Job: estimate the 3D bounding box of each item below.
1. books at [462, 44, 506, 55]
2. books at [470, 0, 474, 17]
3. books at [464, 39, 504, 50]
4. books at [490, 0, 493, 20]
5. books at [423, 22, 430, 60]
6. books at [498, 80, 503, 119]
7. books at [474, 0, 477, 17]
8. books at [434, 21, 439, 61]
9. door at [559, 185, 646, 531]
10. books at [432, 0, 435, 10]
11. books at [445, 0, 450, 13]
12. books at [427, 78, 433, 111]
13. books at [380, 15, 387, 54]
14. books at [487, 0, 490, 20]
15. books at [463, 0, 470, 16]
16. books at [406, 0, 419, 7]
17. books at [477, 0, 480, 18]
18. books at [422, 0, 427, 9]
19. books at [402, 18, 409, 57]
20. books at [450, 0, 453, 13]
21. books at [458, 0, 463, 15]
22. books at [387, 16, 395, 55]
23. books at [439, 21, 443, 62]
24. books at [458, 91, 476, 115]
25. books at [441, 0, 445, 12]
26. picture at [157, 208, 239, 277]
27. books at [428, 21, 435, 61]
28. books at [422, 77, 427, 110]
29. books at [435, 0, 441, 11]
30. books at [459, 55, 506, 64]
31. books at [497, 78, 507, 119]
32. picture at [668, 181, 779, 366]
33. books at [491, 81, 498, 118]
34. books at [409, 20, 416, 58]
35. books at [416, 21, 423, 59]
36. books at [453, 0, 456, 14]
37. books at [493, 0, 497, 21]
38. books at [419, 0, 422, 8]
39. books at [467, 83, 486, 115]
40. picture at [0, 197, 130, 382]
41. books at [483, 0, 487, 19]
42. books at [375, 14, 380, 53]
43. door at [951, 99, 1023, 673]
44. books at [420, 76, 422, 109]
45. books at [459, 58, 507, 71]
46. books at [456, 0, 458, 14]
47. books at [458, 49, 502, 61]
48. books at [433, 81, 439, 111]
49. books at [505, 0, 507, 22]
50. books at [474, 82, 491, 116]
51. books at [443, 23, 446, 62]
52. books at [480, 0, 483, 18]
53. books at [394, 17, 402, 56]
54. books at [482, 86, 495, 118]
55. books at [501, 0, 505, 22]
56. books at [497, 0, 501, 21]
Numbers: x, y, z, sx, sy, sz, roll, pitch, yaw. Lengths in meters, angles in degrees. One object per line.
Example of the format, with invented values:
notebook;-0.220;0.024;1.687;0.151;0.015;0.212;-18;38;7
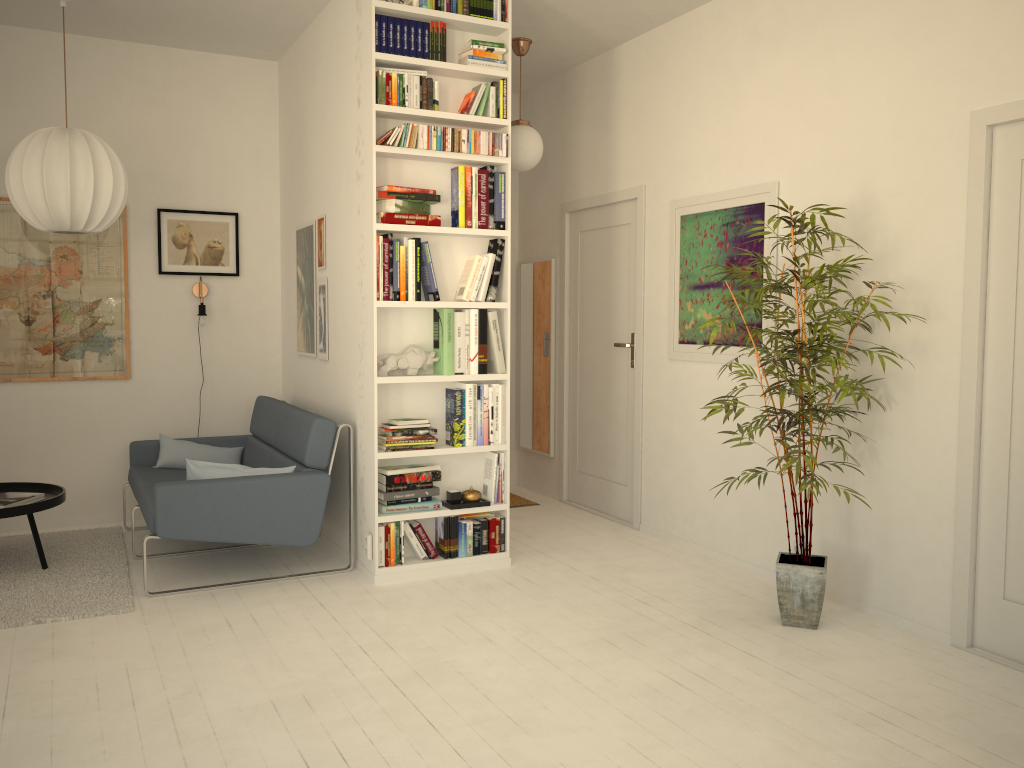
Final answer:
books;-0.152;-1.630;4.379;0.179;0.016;0.208;-1;5;-22
books;-0.225;-1.830;4.318;0.017;0.130;0.150;-2;4;-27
books;-0.152;-1.656;4.396;0.169;0.032;0.188;-1;5;-22
books;-0.131;-1.833;4.366;0.017;0.130;0.150;-2;4;-27
books;-0.444;-1.618;4.258;0.034;0.178;0.188;-2;4;-27
books;-0.099;-1.402;4.446;0.014;0.188;0.218;-2;4;-27
books;-0.209;-1.830;4.326;0.017;0.130;0.150;-2;4;-27
books;-0.402;-1.625;4.287;0.020;0.191;0.205;-2;4;-27
door;0.599;-0.174;5.657;0.166;2.032;0.955;-2;4;-27
books;-0.416;-1.832;4.260;0.018;0.141;0.207;-2;5;-27
books;-0.354;-1.842;4.297;0.024;0.156;0.228;-2;5;-27
books;-0.423;-1.369;4.251;0.023;0.153;0.176;-2;4;-27
books;-0.631;-1.611;4.163;0.034;0.178;0.188;-2;4;-27
books;-0.147;-1.832;4.358;0.017;0.130;0.150;-2;4;-27
books;-0.260;-1.842;4.331;0.032;0.152;0.200;-2;5;-27
books;-0.481;-1.832;4.204;0.026;0.149;0.155;-2;4;-27
books;-0.194;-1.831;4.334;0.017;0.130;0.150;-2;4;-27
books;-0.443;-1.827;4.215;0.023;0.136;0.161;-2;4;-27
books;-0.537;-1.614;4.210;0.034;0.178;0.188;-2;4;-27
books;-0.336;-1.842;4.301;0.012;0.157;0.220;-2;5;-27
books;-0.296;-1.843;4.330;0.032;0.154;0.212;-2;5;-27
books;-0.600;-1.612;4.178;0.034;0.178;0.188;-2;4;-27
books;-0.381;-1.625;4.289;0.020;0.191;0.205;-2;4;-27
books;-0.251;-1.370;4.399;0.073;0.129;0.200;-2;5;-27
books;-0.372;-1.837;4.280;0.024;0.148;0.188;-2;4;-27
picture;-1.956;-0.880;5.543;0.481;0.402;0.015;-2;4;-27
books;-0.422;-1.625;4.281;0.020;0.191;0.205;-2;4;-27
books;-0.459;-1.372;4.270;0.024;0.155;0.207;-2;5;-27
books;-0.387;-1.833;4.254;0.028;0.147;0.192;-2;5;-27
books;-0.167;-1.583;4.401;0.200;0.018;0.208;-2;5;-27
books;-0.081;-1.408;4.452;0.022;0.198;0.212;-2;4;-27
picture;1.066;-0.548;4.576;0.012;0.876;0.822;-2;4;-27
books;-0.122;-1.402;4.449;0.022;0.186;0.186;-2;4;-27
books;-0.506;-1.616;4.226;0.034;0.178;0.188;-2;4;-27
books;-0.475;-1.617;4.242;0.034;0.178;0.188;-2;4;-27
books;-0.318;-1.833;4.299;0.019;0.137;0.201;-2;5;-27
books;-0.113;-1.844;4.374;0.019;0.157;0.150;-2;4;-27
books;-0.471;-1.833;4.228;0.013;0.146;0.208;-2;5;-27
books;-0.216;-1.387;4.402;0.092;0.165;0.223;-2;5;-27
picture;-2.701;-0.544;5.187;0.838;1.052;0.012;-2;4;-27
books;-0.162;-1.832;4.350;0.017;0.130;0.150;-2;4;-27
books;-0.662;-1.610;4.147;0.034;0.178;0.188;-2;4;-27
door;1.975;0.030;2.968;0.166;2.032;0.955;-2;4;-27
books;-0.467;-1.372;4.244;0.013;0.159;0.176;-2;4;-27
books;-0.169;-1.555;4.404;0.214;0.038;0.223;-2;5;-27
books;-0.309;-1.841;4.311;0.009;0.151;0.208;-2;5;-27
books;-0.177;-1.607;4.393;0.173;0.030;0.199;-3;5;-37
books;-0.398;-1.367;4.286;0.020;0.145;0.189;-2;5;-27
books;-0.086;-1.851;4.450;0.014;0.154;0.260;-2;5;-27
books;-0.180;-1.390;4.406;0.065;0.168;0.229;-2;5;-27
books;-0.368;-1.626;4.309;0.020;0.191;0.205;-2;4;-27
books;-0.178;-1.831;4.342;0.017;0.130;0.150;-2;4;-27
books;-0.569;-1.613;4.194;0.034;0.178;0.188;-2;4;-27
books;-0.139;-1.382;4.423;0.030;0.153;0.200;-2;5;-27
books;-0.091;-1.847;4.424;0.021;0.151;0.228;-2;5;-27
books;-0.112;-1.849;4.417;0.020;0.156;0.229;-2;5;-27
